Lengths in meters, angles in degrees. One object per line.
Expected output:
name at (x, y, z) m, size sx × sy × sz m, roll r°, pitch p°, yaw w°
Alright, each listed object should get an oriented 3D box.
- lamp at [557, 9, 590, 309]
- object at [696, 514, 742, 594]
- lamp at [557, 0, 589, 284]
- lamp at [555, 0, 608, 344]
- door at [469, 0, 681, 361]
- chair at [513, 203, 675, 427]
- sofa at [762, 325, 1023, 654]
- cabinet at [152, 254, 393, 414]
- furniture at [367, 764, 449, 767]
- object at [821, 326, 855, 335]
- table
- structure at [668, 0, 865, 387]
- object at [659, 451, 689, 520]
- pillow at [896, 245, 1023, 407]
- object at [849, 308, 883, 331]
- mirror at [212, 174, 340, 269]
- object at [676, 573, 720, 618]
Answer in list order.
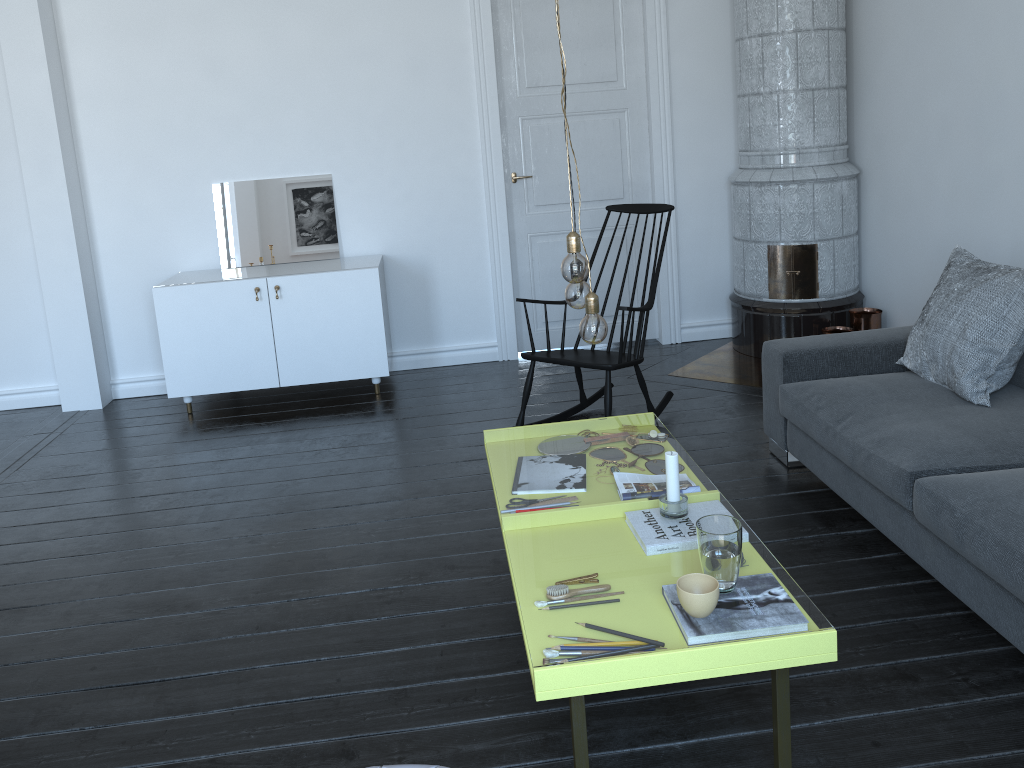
lamp at (0.118, -0.919, 2.222) m, size 0.087 × 1.467 × 0.075 m, roll -14°, pitch 13°, yaw -43°
object at (0.450, 0.371, 1.906) m, size 0.098 × 0.143 × 0.099 m, roll 7°, pitch 17°, yaw 45°
lamp at (0.108, -0.980, 2.144) m, size 0.075 × 1.467 × 0.075 m, roll 4°, pitch 13°, yaw 41°
lamp at (0.147, -0.824, 2.137) m, size 0.089 × 1.467 × 0.076 m, roll -1°, pitch 10°, yaw 19°
door at (0.399, -1.408, 5.401) m, size 1.170 × 2.425 × 0.118 m, roll -5°, pitch 10°, yaw -5°
chair at (0.421, -0.298, 4.138) m, size 0.615 × 0.984 × 0.922 m, roll 5°, pitch 16°, yaw 39°
sofa at (1.651, 0.208, 2.541) m, size 1.085 × 0.707 × 2.431 m, roll -6°, pitch 16°, yaw -4°
cabinet at (-1.322, -0.291, 5.054) m, size 1.201 × 0.720 × 0.603 m, roll -6°, pitch 12°, yaw -5°
furniture at (-0.193, 0.894, 1.304) m, size 0.616 × 0.410 × 0.623 m, roll -7°, pitch 14°, yaw -10°
object at (1.795, -0.200, 4.843) m, size 0.172 × 0.195 × 0.178 m, roll -8°, pitch 13°, yaw -14°
table at (0.284, 0.514, 2.418) m, size 0.601 × 0.390 × 1.435 m, roll -6°, pitch 16°, yaw -4°
structure at (1.459, -1.563, 4.916) m, size 0.781 × 2.831 × 1.291 m, roll 4°, pitch 14°, yaw 39°
object at (0.414, 0.256, 2.271) m, size 0.074 × 0.170 × 0.076 m, roll 2°, pitch 12°, yaw 30°
pillow at (1.745, -0.013, 2.446) m, size 0.478 × 0.481 × 2.107 m, roll -4°, pitch 16°, yaw 0°
object at (1.966, -0.268, 4.891) m, size 0.176 × 0.275 × 0.177 m, roll -5°, pitch 12°, yaw -5°
mirror at (-1.398, -0.967, 5.230) m, size 0.696 × 0.492 × 0.055 m, roll -6°, pitch 10°, yaw -5°
object at (0.385, 0.443, 1.819) m, size 0.087 × 0.065 × 0.089 m, roll 1°, pitch 15°, yaw 23°
